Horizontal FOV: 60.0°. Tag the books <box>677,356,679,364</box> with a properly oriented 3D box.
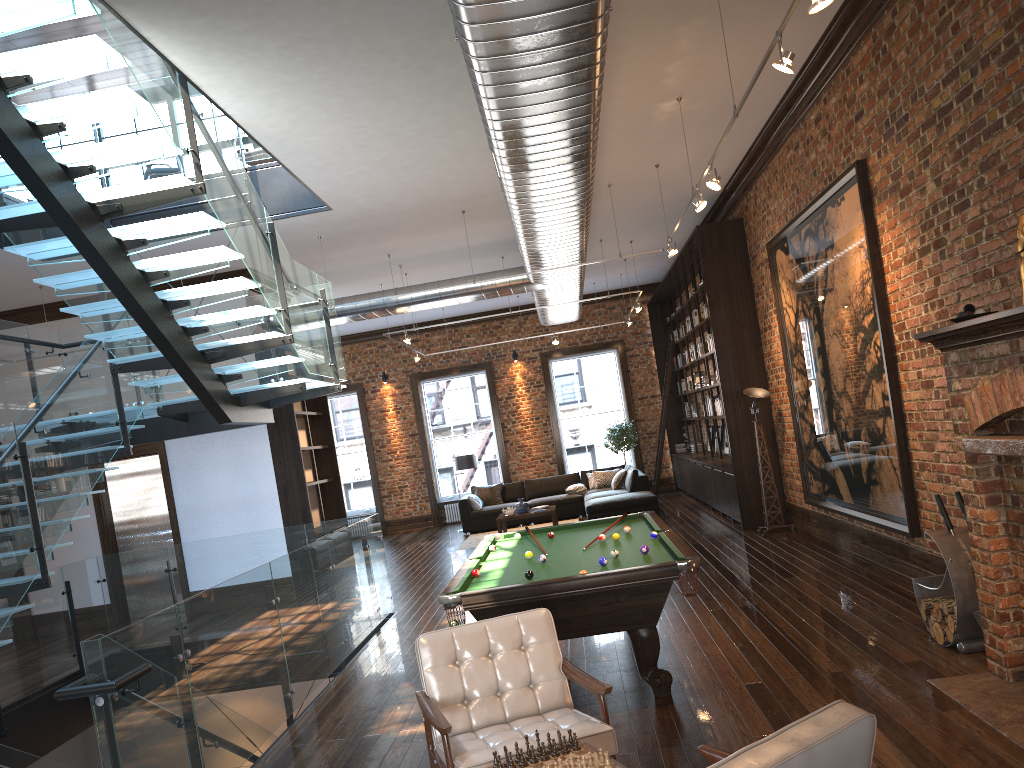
[{"bbox_3d":[3.507,-0.450,18.284,0.179,0.286,0.024,-9,1,4],"label":"books"}]

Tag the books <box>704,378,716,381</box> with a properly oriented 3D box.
[{"bbox_3d":[3.365,-0.077,15.006,0.199,0.015,0.134,-9,-3,4],"label":"books"}]

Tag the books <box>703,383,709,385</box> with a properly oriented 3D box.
[{"bbox_3d":[3.377,-0.011,15.034,0.281,0.008,0.168,-9,-3,0],"label":"books"}]

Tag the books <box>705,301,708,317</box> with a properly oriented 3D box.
[{"bbox_3d":[3.131,-1.168,13.851,0.183,0.300,0.018,-9,2,4],"label":"books"}]

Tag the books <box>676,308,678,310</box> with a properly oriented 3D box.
[{"bbox_3d":[3.294,-1.459,17.238,0.216,0.018,0.376,-9,-3,2],"label":"books"}]

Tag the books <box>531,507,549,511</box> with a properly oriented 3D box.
[{"bbox_3d":[0.493,2.175,15.424,0.207,0.024,0.260,-12,-4,38],"label":"books"}]

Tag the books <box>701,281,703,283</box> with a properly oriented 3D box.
[{"bbox_3d":[3.096,-1.627,13.968,0.169,0.034,0.286,-9,-3,-1],"label":"books"}]

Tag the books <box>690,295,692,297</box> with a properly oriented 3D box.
[{"bbox_3d":[3.194,-1.534,15.412,0.187,0.011,0.380,-9,-3,4],"label":"books"}]

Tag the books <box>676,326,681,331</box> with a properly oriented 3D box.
[{"bbox_3d":[3.410,-0.997,17.881,0.168,0.338,0.016,-9,2,4],"label":"books"}]

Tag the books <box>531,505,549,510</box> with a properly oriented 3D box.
[{"bbox_3d":[0.491,2.148,15.416,0.207,0.028,0.260,-11,-4,36],"label":"books"}]

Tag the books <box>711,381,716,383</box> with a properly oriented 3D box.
[{"bbox_3d":[3.329,-0.043,14.418,0.159,0.009,0.285,-9,-3,3],"label":"books"}]

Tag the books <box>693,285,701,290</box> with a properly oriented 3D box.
[{"bbox_3d":[3.126,-1.602,14.683,0.205,0.017,0.360,-9,-3,1],"label":"books"}]

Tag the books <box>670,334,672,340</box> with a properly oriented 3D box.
[{"bbox_3d":[3.455,-0.924,18.710,0.187,0.275,0.015,-9,2,4],"label":"books"}]

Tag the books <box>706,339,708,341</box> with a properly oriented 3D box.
[{"bbox_3d":[3.252,-0.614,14.409,0.186,0.244,0.079,-9,1,4],"label":"books"}]

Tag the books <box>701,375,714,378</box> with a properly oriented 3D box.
[{"bbox_3d":[3.357,-0.137,15.027,0.285,0.012,0.159,-9,-3,0],"label":"books"}]

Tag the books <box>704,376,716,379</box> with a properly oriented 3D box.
[{"bbox_3d":[3.362,-0.102,15.033,0.196,0.019,0.173,-10,-3,9],"label":"books"}]

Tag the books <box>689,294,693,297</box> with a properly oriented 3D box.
[{"bbox_3d":[3.187,-1.543,15.412,0.204,0.011,0.308,-9,-3,4],"label":"books"}]

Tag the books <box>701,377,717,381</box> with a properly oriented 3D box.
[{"bbox_3d":[3.364,-0.088,15.025,0.283,0.010,0.169,-9,-3,3],"label":"books"}]

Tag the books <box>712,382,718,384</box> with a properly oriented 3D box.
[{"bbox_3d":[3.324,-0.015,14.419,0.161,0.009,0.254,-9,-3,7],"label":"books"}]

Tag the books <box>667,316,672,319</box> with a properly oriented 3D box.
[{"bbox_3d":[3.373,-1.396,18.574,0.230,0.015,0.313,-9,-3,0],"label":"books"}]

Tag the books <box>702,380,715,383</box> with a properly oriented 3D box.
[{"bbox_3d":[3.370,-0.051,15.026,0.293,0.008,0.158,-9,-3,7],"label":"books"}]

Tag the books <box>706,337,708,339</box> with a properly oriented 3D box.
[{"bbox_3d":[3.257,-0.628,14.454,0.179,0.275,0.098,-9,1,4],"label":"books"}]

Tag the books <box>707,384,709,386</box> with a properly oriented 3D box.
[{"bbox_3d":[3.370,0.005,14.780,0.205,0.035,0.267,-9,-3,5],"label":"books"}]

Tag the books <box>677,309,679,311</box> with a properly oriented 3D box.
[{"bbox_3d":[3.301,-1.438,17.238,0.206,0.024,0.248,-9,-3,7],"label":"books"}]

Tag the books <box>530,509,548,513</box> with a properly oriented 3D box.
[{"bbox_3d":[0.454,2.162,15.079,0.260,0.024,0.206,-8,-3,-19],"label":"books"}]

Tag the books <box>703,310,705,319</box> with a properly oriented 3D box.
[{"bbox_3d":[3.172,-1.104,14.244,0.183,0.207,0.053,-9,1,4],"label":"books"}]

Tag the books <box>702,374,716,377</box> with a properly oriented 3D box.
[{"bbox_3d":[3.355,-0.146,15.016,0.260,0.005,0.141,-9,-3,8],"label":"books"}]

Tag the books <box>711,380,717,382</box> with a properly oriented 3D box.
[{"bbox_3d":[3.323,-0.051,14.418,0.161,0.009,0.254,-9,-3,5],"label":"books"}]

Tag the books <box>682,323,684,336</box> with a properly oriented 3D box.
[{"bbox_3d":[3.343,-1.021,16.929,0.163,0.298,0.029,-9,1,4],"label":"books"}]

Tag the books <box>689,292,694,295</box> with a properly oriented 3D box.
[{"bbox_3d":[3.169,-1.570,15.412,0.215,0.015,0.319,-9,-3,1],"label":"books"}]

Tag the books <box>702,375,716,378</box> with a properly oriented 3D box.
[{"bbox_3d":[3.357,-0.130,15.015,0.295,0.004,0.144,-9,-3,2],"label":"books"}]

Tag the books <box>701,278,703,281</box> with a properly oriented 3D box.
[{"bbox_3d":[3.087,-1.667,13.967,0.189,0.017,0.275,-9,-3,5],"label":"books"}]

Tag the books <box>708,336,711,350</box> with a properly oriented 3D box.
[{"bbox_3d":[3.259,-0.646,14.224,0.173,0.284,0.013,-9,2,4],"label":"books"}]

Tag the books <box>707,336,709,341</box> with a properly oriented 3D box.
[{"bbox_3d":[3.258,-0.641,14.324,0.159,0.285,0.014,-9,2,4],"label":"books"}]

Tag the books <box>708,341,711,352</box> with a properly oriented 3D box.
[{"bbox_3d":[3.250,-0.605,14.248,0.181,0.208,0.030,-9,1,4],"label":"books"}]

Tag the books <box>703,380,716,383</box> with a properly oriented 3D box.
[{"bbox_3d":[3.370,-0.044,15.013,0.294,0.007,0.132,-9,-3,7],"label":"books"}]

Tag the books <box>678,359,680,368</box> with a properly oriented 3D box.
[{"bbox_3d":[3.516,-0.437,18.207,0.192,0.249,0.013,-9,2,4],"label":"books"}]

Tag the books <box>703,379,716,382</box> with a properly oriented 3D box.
[{"bbox_3d":[3.368,-0.062,15.022,0.236,0.014,0.165,-9,-3,4],"label":"books"}]

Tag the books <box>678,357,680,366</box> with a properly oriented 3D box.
[{"bbox_3d":[3.515,-0.436,18.188,0.174,0.244,0.025,-9,1,4],"label":"books"}]

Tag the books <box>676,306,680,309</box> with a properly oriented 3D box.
[{"bbox_3d":[3.301,-1.495,17.236,0.192,0.007,0.364,-9,-3,5],"label":"books"}]

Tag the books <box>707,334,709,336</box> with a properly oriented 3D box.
[{"bbox_3d":[3.276,-0.655,14.464,0.143,0.324,0.116,-9,1,4],"label":"books"}]

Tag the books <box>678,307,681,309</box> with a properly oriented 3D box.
[{"bbox_3d":[3.254,-1.444,16.699,0.232,0.006,0.289,-9,-3,0],"label":"books"}]

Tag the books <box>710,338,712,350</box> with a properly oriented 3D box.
[{"bbox_3d":[3.247,-0.629,14.126,0.160,0.242,0.031,-9,1,4],"label":"books"}]

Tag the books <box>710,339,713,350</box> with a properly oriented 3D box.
[{"bbox_3d":[3.230,-0.618,13.981,0.181,0.209,0.024,-9,1,4],"label":"books"}]

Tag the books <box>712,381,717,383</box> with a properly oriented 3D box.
[{"bbox_3d":[3.327,-0.034,14.418,0.161,0.009,0.254,-9,-3,3],"label":"books"}]

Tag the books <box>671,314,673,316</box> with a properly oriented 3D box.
[{"bbox_3d":[3.392,-1.437,18.572,0.190,0.017,0.300,-9,-3,2],"label":"books"}]

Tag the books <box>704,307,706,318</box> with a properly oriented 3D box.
[{"bbox_3d":[3.167,-1.120,14.164,0.174,0.230,0.014,-9,2,4],"label":"books"}]

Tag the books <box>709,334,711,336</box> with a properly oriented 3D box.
[{"bbox_3d":[3.250,-0.657,14.210,0.152,0.307,0.016,-9,2,4],"label":"books"}]

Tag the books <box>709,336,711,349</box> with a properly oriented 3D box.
[{"bbox_3d":[3.251,-0.639,14.196,0.166,0.269,0.011,-9,2,4],"label":"books"}]

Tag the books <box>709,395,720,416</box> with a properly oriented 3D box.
[{"bbox_3d":[3.474,0.364,15.145,0.183,0.336,0.015,-9,2,4],"label":"books"}]

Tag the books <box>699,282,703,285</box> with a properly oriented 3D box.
[{"bbox_3d":[3.083,-1.598,13.970,0.216,0.020,0.234,-9,-3,1],"label":"books"}]

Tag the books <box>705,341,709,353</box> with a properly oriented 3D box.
[{"bbox_3d":[3.253,-0.599,14.378,0.224,0.209,0.064,-9,1,4],"label":"books"}]

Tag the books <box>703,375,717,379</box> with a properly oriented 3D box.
[{"bbox_3d":[3.359,-0.119,15.026,0.243,0.015,0.164,-9,-3,7],"label":"books"}]

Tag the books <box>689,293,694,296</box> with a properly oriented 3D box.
[{"bbox_3d":[3.176,-1.555,15.412,0.199,0.017,0.303,-9,-3,-1],"label":"books"}]

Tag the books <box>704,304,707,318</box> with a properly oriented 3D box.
[{"bbox_3d":[3.146,-1.141,14.002,0.185,0.259,0.032,-9,1,4],"label":"books"}]

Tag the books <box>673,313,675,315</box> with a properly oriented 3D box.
[{"bbox_3d":[3.319,-1.400,17.631,0.230,0.034,0.273,-9,-3,7],"label":"books"}]

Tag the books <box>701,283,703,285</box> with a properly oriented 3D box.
[{"bbox_3d":[3.087,-1.584,13.970,0.206,0.009,0.333,-9,-3,6],"label":"books"}]
